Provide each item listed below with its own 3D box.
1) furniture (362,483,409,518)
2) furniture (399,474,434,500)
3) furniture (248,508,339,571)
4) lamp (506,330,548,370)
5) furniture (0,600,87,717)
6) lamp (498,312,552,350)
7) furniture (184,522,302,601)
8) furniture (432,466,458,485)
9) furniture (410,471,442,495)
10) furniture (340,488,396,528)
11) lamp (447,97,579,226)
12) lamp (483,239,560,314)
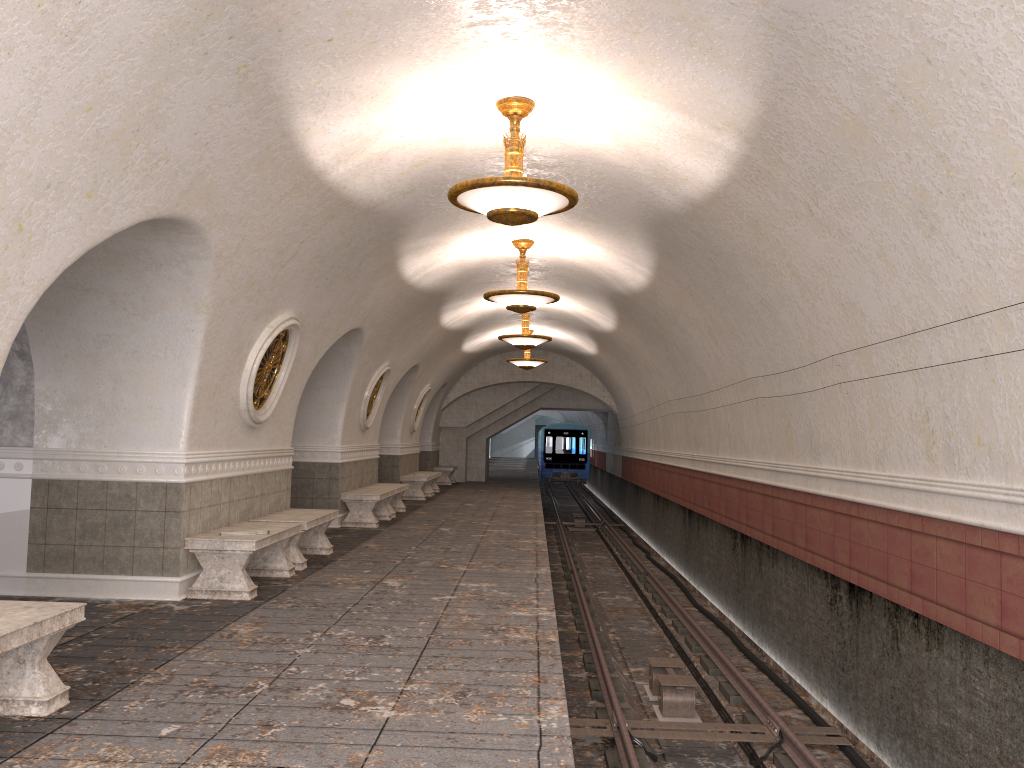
[{"bbox_3d":[-2.253,2.073,15.868,0.613,0.508,1.509,1,-3,1],"label":"furniture"},{"bbox_3d":[-2.149,2.334,20.139,0.613,0.508,1.509,1,-3,1],"label":"furniture"},{"bbox_3d":[-2.400,1.706,9.860,0.613,0.508,1.509,1,-3,1],"label":"furniture"},{"bbox_3d":[0.368,-0.809,21.310,1.008,0.955,1.008,5,-5,-42],"label":"lamp"},{"bbox_3d":[-2.547,1.340,3.864,0.613,0.508,1.509,1,-3,1],"label":"furniture"},{"bbox_3d":[0.251,-1.104,16.490,1.008,0.955,1.008,0,-4,17],"label":"lamp"},{"bbox_3d":[-2.441,1.604,8.182,0.613,0.508,1.509,1,-3,1],"label":"furniture"},{"bbox_3d":[-1.995,2.718,26.428,0.613,0.508,1.509,1,-3,1],"label":"furniture"},{"bbox_3d":[-2.108,2.436,21.817,0.613,0.508,1.509,1,-3,1],"label":"furniture"},{"bbox_3d":[-2.294,1.970,14.190,0.613,0.508,1.509,1,-3,1],"label":"furniture"},{"bbox_3d":[0.015,-1.692,6.853,1.008,0.955,1.008,2,-4,-14],"label":"lamp"},{"bbox_3d":[0.133,-1.398,11.672,1.008,0.955,1.008,0,-4,17],"label":"lamp"}]
